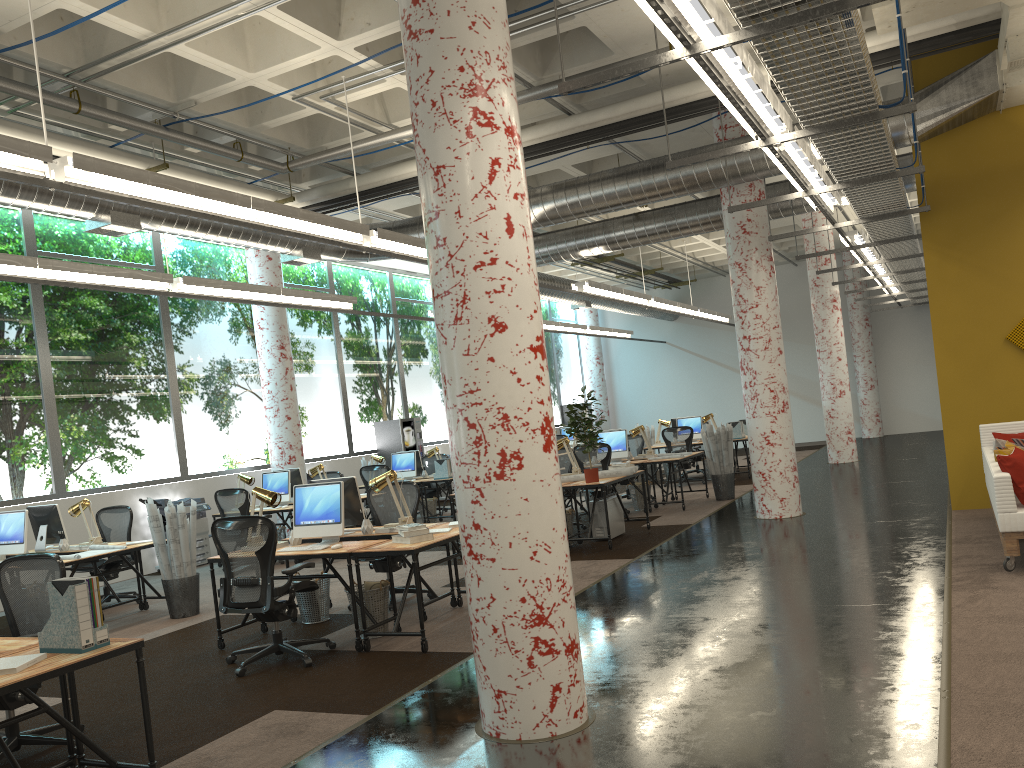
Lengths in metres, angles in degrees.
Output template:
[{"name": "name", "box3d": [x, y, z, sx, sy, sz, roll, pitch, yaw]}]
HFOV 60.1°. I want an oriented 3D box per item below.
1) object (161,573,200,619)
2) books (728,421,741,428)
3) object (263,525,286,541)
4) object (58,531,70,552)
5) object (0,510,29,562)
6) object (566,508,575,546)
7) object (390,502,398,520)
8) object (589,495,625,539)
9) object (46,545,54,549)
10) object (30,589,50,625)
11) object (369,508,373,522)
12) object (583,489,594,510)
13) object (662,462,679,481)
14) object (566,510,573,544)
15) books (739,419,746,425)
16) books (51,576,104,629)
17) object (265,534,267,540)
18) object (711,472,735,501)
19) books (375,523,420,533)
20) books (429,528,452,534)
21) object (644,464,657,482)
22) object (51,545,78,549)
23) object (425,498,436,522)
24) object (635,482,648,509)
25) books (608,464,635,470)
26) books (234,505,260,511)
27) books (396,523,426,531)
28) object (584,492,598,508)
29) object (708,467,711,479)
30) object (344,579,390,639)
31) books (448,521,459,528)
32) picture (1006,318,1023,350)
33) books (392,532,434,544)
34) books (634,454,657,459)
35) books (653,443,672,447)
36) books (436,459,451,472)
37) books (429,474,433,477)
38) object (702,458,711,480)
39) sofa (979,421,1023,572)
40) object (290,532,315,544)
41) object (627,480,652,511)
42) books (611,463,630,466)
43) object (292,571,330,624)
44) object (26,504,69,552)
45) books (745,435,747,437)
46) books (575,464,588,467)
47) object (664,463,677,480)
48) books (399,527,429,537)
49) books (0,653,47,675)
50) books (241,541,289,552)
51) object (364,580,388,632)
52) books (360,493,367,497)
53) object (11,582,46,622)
[{"name": "object", "box3d": [-3.214, 2.073, 8.646, 0.352, 0.398, 0.354, -6, -1, -19]}, {"name": "books", "box3d": [4.055, 0.847, 16.108, 0.234, 0.310, 0.068, -7, 0, 27]}, {"name": "object", "box3d": [-3.404, 2.238, 12.734, 0.359, 0.435, 0.352, -7, -1, 23]}, {"name": "object", "box3d": [-4.575, 1.602, 9.029, 0.101, 0.209, 0.101, -7, 0, -19]}, {"name": "object", "box3d": [-4.867, 1.480, 8.643, 0.485, 0.485, 0.189, -7, 0, 27]}, {"name": "object", "box3d": [0.559, 1.651, 10.228, 0.359, 0.435, 0.352, -7, -1, 23]}, {"name": "object", "box3d": [-2.053, 2.210, 15.457, 0.236, 0.403, 0.119, -7, 0, 27]}, {"name": "object", "box3d": [1.143, 1.591, 10.585, 0.221, 0.455, 0.540, -7, -1, 26]}, {"name": "object", "box3d": [-5.005, 1.763, 9.576, 0.059, 0.029, 0.106, -8, -2, 27]}, {"name": "object", "box3d": [-4.471, 2.185, 8.540, 0.359, 0.435, 0.352, -7, -1, 23]}, {"name": "object", "box3d": [-2.395, 2.287, 15.949, 0.352, 0.398, 0.354, -6, -1, -44]}, {"name": "object", "box3d": [1.280, 1.743, 13.869, 0.359, 0.435, 0.352, -7, -1, 23]}, {"name": "object", "box3d": [3.137, 1.676, 17.381, 0.359, 0.435, 0.352, -7, -1, 23]}, {"name": "object", "box3d": [0.600, 1.663, 10.296, 0.236, 0.403, 0.119, -7, 0, 27]}, {"name": "books", "box3d": [4.504, 0.833, 17.012, 0.234, 0.310, 0.068, -7, 0, 27]}, {"name": "books", "box3d": [-1.964, 1.034, 4.014, 0.234, 0.310, 0.068, -7, 0, 27]}, {"name": "object", "box3d": [-3.442, 2.253, 12.666, 0.236, 0.403, 0.119, -7, 0, 27]}, {"name": "object", "box3d": [3.153, 1.526, 13.164, 0.352, 0.398, 0.354, -6, -1, -18]}, {"name": "books", "box3d": [-0.947, 1.193, 7.327, 0.309, 0.038, 0.225, -8, -3, 27]}, {"name": "books", "box3d": [-0.600, 1.147, 6.900, 0.243, 0.019, 0.205, -7, -2, 4]}, {"name": "object", "box3d": [2.757, 1.767, 17.805, 0.352, 0.398, 0.354, -6, -1, -18]}, {"name": "object", "box3d": [-4.716, 1.730, 9.422, 0.440, 0.017, 0.118, -8, -3, 27]}, {"name": "object", "box3d": [-1.358, 2.101, 14.782, 0.236, 0.403, 0.119, -7, 0, 27]}, {"name": "object", "box3d": [1.936, 1.649, 13.126, 0.236, 0.403, 0.119, -7, 0, 27]}, {"name": "books", "box3d": [1.317, 0.998, 10.654, 0.258, 0.044, 0.192, -9, -3, 44]}, {"name": "books", "box3d": [-3.678, 1.717, 12.223, 0.309, 0.038, 0.225, -8, -3, 27]}, {"name": "books", "box3d": [-0.745, 1.053, 6.525, 0.152, 0.030, 0.185, -5, -3, -36]}, {"name": "object", "box3d": [1.242, 1.758, 13.801, 0.236, 0.403, 0.119, -7, 0, 27]}, {"name": "object", "box3d": [3.794, 1.582, 16.638, 0.236, 0.403, 0.119, -7, 0, 27]}, {"name": "object", "box3d": [-1.099, 1.722, 6.828, 0.359, 0.435, 0.352, -7, -1, 23]}, {"name": "books", "box3d": [-0.410, 1.134, 7.190, 0.200, 0.024, 0.235, -7, -2, 0]}, {"name": "picture", "box3d": [5.373, -0.510, 9.213, 0.425, 0.424, 0.047, -7, 0, 27]}, {"name": "books", "box3d": [-0.733, 1.130, 6.508, 0.200, 0.050, 0.272, -5, -3, -36]}, {"name": "books", "box3d": [2.048, 1.109, 13.557, 0.309, 0.038, 0.225, -8, -3, 27]}, {"name": "books", "box3d": [2.863, 1.154, 16.871, 0.309, 0.038, 0.225, -8, -3, 27]}, {"name": "books", "box3d": [-1.097, 1.366, 14.252, 0.234, 0.310, 0.068, -7, 0, 27]}, {"name": "books", "box3d": [-1.247, 1.561, 15.213, 0.309, 0.038, 0.225, -8, -3, 27]}, {"name": "object", "box3d": [3.753, 1.570, 16.570, 0.359, 0.435, 0.352, -7, -1, 23]}, {"name": "sofa", "box3d": [5.027, 0.767, 7.219, 2.023, 0.931, 2.849, -8, -2, 26]}, {"name": "object", "box3d": [-2.789, 2.132, 11.922, 0.359, 0.435, 0.352, -7, -1, 23]}, {"name": "object", "box3d": [1.895, 1.637, 13.058, 0.359, 0.435, 0.352, -7, -1, 23]}, {"name": "books", "box3d": [1.306, 0.967, 10.640, 0.185, 0.030, 0.152, -8, -3, 24]}, {"name": "object", "box3d": [-1.715, 1.827, 7.639, 0.359, 0.435, 0.352, -7, -1, 23]}, {"name": "object", "box3d": [-4.865, 1.505, 9.233, 0.485, 0.485, 0.189, -7, 0, 27]}, {"name": "books", "box3d": [4.344, 0.986, 16.736, 0.200, 0.024, 0.235, -7, -2, 0]}, {"name": "books", "box3d": [1.006, 1.222, 13.359, 0.309, 0.038, 0.225, -8, -3, 27]}, {"name": "object", "box3d": [3.099, 1.691, 17.313, 0.236, 0.403, 0.119, -7, 0, 27]}, {"name": "books", "box3d": [-0.728, 1.083, 6.532, 0.192, 0.044, 0.258, -6, -2, -16]}, {"name": "books", "box3d": [-2.124, 1.187, 3.738, 0.200, 0.024, 0.235, -7, -2, 0]}, {"name": "books", "box3d": [-1.989, 1.306, 7.129, 0.309, 0.038, 0.225, -8, -3, 27]}, {"name": "object", "box3d": [-1.058, 1.733, 6.896, 0.236, 0.403, 0.119, -7, 0, 27]}, {"name": "books", "box3d": [-2.099, 1.545, 12.284, 0.200, 0.024, 0.235, -7, -2, 0]}, {"name": "object", "box3d": [-5.087, 2.291, 9.352, 0.359, 0.435, 0.352, -7, -1, 23]}]
